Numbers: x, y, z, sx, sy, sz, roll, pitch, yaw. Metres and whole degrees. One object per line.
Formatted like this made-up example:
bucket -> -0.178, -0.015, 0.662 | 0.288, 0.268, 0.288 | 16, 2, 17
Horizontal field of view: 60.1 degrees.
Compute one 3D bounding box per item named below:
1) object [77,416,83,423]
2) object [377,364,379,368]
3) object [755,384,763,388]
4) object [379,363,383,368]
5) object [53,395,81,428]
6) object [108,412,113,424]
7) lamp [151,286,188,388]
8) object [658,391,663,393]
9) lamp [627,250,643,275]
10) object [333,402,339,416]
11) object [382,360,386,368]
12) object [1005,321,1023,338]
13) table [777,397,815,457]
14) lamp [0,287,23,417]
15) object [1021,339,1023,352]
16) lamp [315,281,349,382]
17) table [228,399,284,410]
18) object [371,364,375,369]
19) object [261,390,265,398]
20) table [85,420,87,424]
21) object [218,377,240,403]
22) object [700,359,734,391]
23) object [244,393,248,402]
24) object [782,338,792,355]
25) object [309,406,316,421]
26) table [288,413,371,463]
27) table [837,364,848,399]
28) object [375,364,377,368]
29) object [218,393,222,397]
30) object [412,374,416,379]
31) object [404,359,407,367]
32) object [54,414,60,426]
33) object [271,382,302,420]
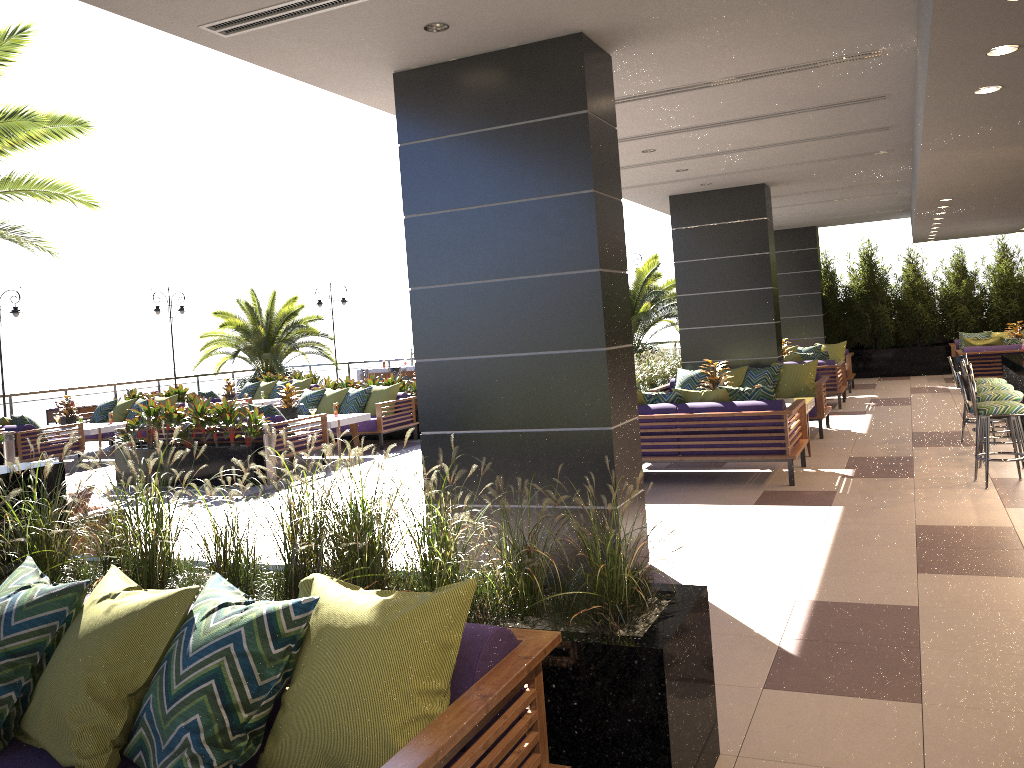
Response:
object -> -6.740, 0.600, 13.819 | 0.082, 0.198, 0.069 | -4, 0, -24
object -> -3.342, -0.407, 22.228 | 0.105, 0.209, 0.105 | -4, 1, -1
object -> 2.847, 0.096, 10.211 | 0.067, 0.189, 0.084 | -5, 0, -41
object -> -3.268, -0.407, 22.130 | 0.105, 0.209, 0.105 | -4, 1, -1
object -> -7.218, 0.438, 14.376 | 0.431, 0.526, 0.424 | -5, 2, -34
object -> -6.552, 0.551, 14.465 | 0.067, 0.189, 0.084 | -4, 0, -36
lamp -> -8.447, -0.777, 22.076 | 0.263, 3.328, 1.124 | -4, 0, 24
object -> 1.700, 0.179, 10.079 | 0.069, 0.211, 0.069 | -4, 0, 7
lamp -> 2.690, -1.555, 21.048 | 1.120, 3.328, 0.264 | -4, 0, 24
object -> -2.500, 0.358, 12.574 | 0.067, 0.189, 0.084 | -4, 0, -36
object -> -3.131, -0.483, 21.680 | 0.067, 0.189, 0.084 | -5, 0, -41
object -> 8.840, -0.835, 15.460 | 0.429, 0.526, 0.426 | -3, 2, 41
table -> 2.355, 0.512, 10.095 | 2.033, 0.553, 0.944 | -3, 3, 24
lamp -> -10.317, -0.388, 17.890 | 0.263, 3.328, 1.124 | -4, 0, 24
object -> 5.306, -0.370, 9.148 | 0.069, 0.181, 0.069 | -4, 0, -4
lamp -> -4.902, -1.185, 24.458 | 1.120, 3.328, 0.264 | -4, 0, 24
table -> -5.627, 0.651, 17.880 | 2.033, 0.553, 0.944 | -3, 3, 24
object -> -3.478, -0.397, 22.221 | 0.105, 0.209, 0.105 | -4, 1, -1
object -> -5.065, 0.219, 17.982 | 0.068, 0.211, 0.069 | -4, 0, 12
table -> -8.926, 0.774, 19.667 | 0.754, 0.589, 0.742 | -3, 2, 24
object -> -5.727, 0.119, 17.855 | 0.426, 0.526, 0.429 | -5, 2, -39
object -> 2.312, -0.025, 10.088 | 0.429, 0.526, 0.426 | -3, 2, 36
object -> -5.213, 0.277, 17.372 | 0.067, 0.189, 0.084 | -4, 0, -36
object -> 4.776, -0.538, 15.610 | 0.429, 0.526, 0.426 | -3, 2, 41
object -> -2.715, 0.400, 12.075 | 0.106, 0.197, 0.105 | -5, 1, -33
table -> -3.112, 0.776, 12.582 | 2.033, 0.553, 0.944 | -3, 3, 24
table -> 4.818, 0.000, 15.607 | 2.033, 0.553, 0.944 | -3, 3, 24
object -> -3.437, -0.406, 22.329 | 0.105, 0.209, 0.105 | -4, 1, -1
object -> -6.090, 0.278, 18.417 | 0.106, 0.197, 0.105 | -5, 1, -33
object -> -1.612, -0.081, 16.019 | 0.424, 0.526, 0.431 | -3, 2, 36
object -> -2.580, -0.505, 21.438 | 0.069, 0.181, 0.069 | -4, 0, -4
object -> -7.677, 0.604, 14.941 | 0.106, 0.197, 0.105 | -5, 1, -33
object -> -3.162, 0.240, 12.560 | 0.429, 0.526, 0.426 | -3, 2, 41
